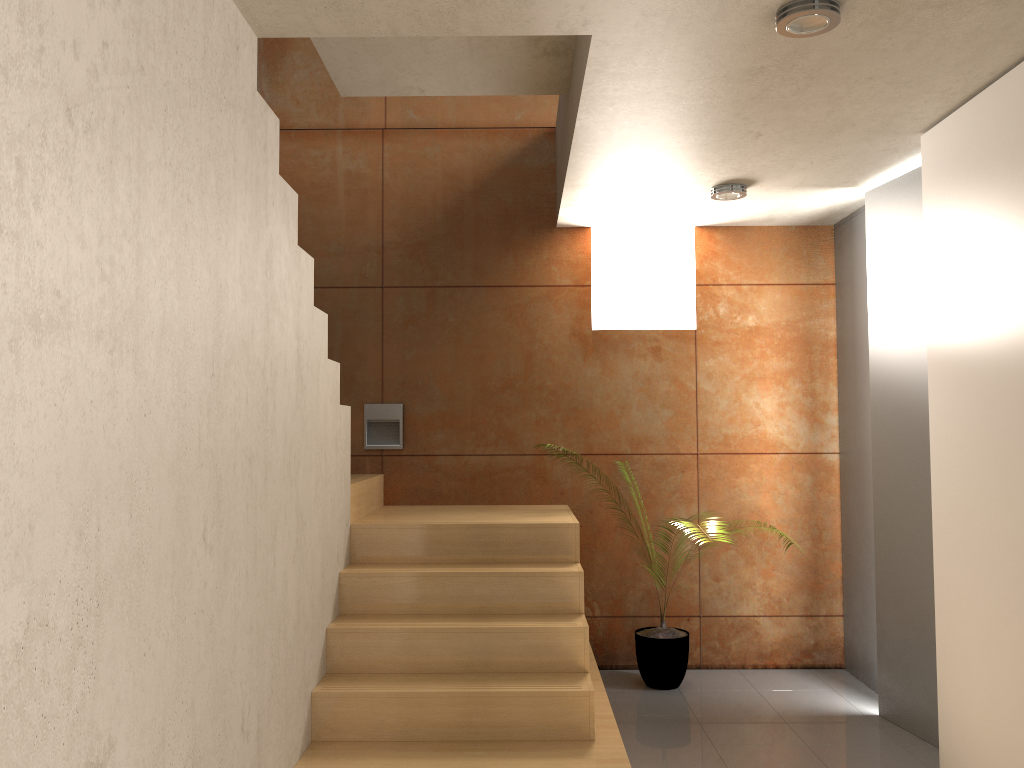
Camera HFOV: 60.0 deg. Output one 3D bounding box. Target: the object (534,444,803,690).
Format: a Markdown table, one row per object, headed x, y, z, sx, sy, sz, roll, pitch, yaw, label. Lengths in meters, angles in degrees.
| x | y | z | sx | sy | sz | roll | pitch | yaw | label |
| --- | --- | --- | --- | --- | --- | --- | --- | --- | --- |
| 0.347 | 0.907 | 2.139 | 4.200 | 1.455 | 6.200 | 0 | -3 | 0 | object |

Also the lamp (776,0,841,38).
| x | y | z | sx | sy | sz | roll | pitch | yaw | label |
| --- | --- | --- | --- | --- | --- | --- | --- | --- | --- |
| 0.834 | -1.033 | 2.501 | 0.173 | 0.044 | 0.173 | -2 | -4 | 35 | lamp |

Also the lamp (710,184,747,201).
| x | y | z | sx | sy | sz | roll | pitch | yaw | label |
| --- | --- | --- | --- | --- | --- | --- | --- | --- | --- |
| 1.057 | -0.938 | 4.333 | 0.173 | 0.044 | 0.173 | -1 | -3 | 5 | lamp |

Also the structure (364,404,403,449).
| x | y | z | sx | sy | sz | roll | pitch | yaw | label |
| --- | --- | --- | --- | --- | --- | --- | --- | --- | --- |
| -0.735 | 0.245 | 5.116 | 0.220 | 0.260 | 0.096 | 0 | -3 | 0 | structure |

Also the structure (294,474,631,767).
| x | y | z | sx | sy | sz | roll | pitch | yaw | label |
| --- | --- | --- | --- | --- | --- | --- | --- | --- | --- |
| -0.566 | 1.005 | 3.843 | 1.950 | 1.110 | 2.400 | 0 | -3 | 0 | structure |
